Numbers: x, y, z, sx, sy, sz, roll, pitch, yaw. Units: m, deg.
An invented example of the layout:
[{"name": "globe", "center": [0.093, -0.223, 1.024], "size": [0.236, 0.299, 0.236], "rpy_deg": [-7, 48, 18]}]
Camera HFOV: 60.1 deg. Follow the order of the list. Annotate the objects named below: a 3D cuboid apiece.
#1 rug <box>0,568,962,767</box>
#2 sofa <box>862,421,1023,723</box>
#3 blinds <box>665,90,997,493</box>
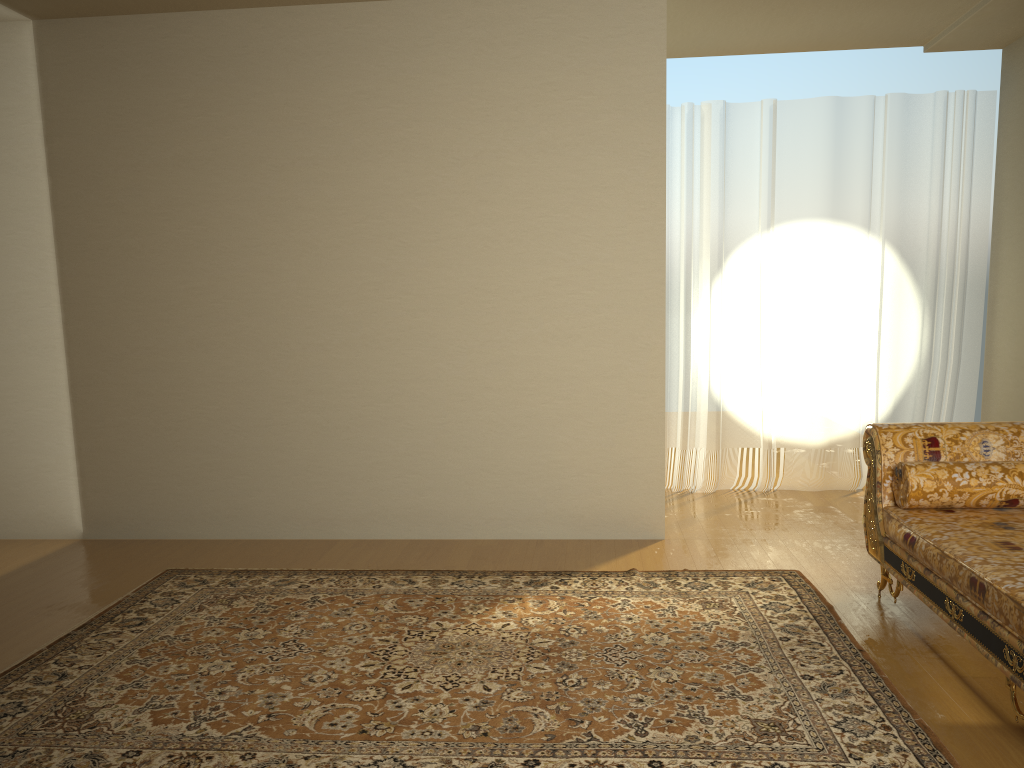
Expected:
[{"name": "rug", "center": [-0.270, 0.976, 3.216], "size": [3.078, 0.017, 2.099], "rpy_deg": [-1, 5, 5]}, {"name": "sofa", "center": [1.745, 0.527, 2.901], "size": [0.693, 0.878, 1.877], "rpy_deg": [-1, 6, 5]}, {"name": "blinds", "center": [1.925, -0.534, 5.684], "size": [2.166, 2.530, 0.162], "rpy_deg": [0, 9, 7]}]
